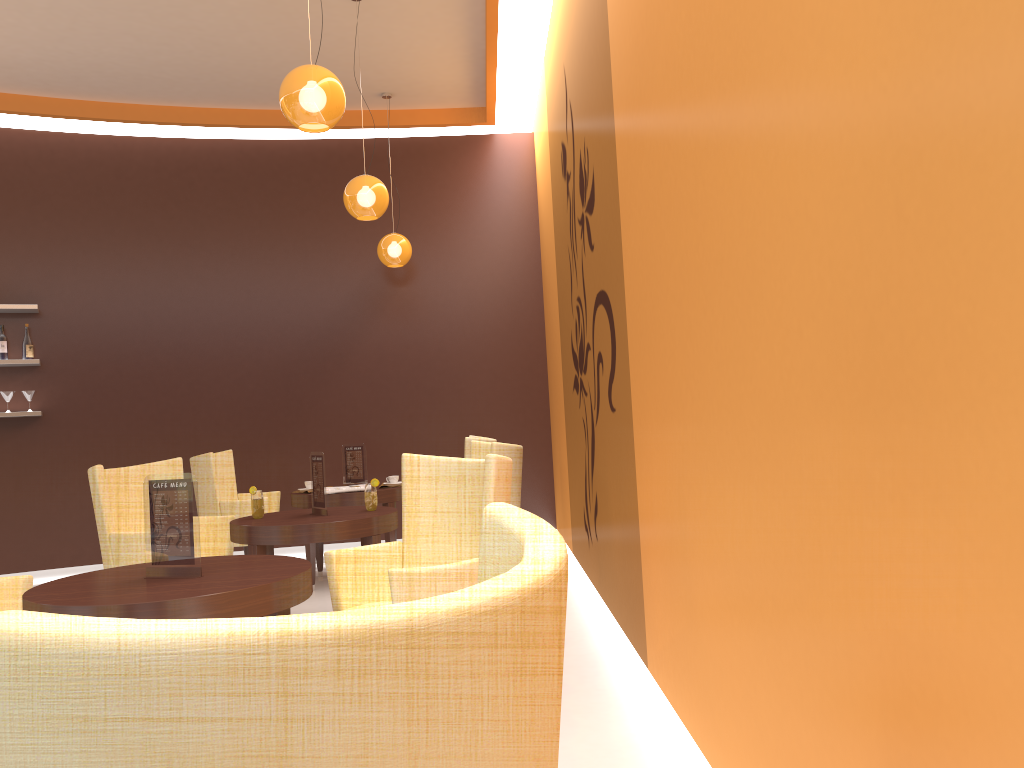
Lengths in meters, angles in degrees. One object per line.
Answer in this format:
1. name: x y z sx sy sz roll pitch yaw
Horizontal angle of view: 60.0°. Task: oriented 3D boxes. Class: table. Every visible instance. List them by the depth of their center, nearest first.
1. table: -1.080 0.966 2.875 0.872 0.679 0.874 -5 -3 35
2. table: -1.028 1.036 4.707 0.872 0.679 0.874 -5 -3 30
3. table: -1.186 1.121 6.613 0.872 0.679 0.874 -5 -3 35

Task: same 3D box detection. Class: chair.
1. chair: -0.263 0.673 0.940 0.685 1.017 0.729 -5 -3 30
2. chair: -1.878 0.837 2.781 0.685 1.017 0.729 -3 -2 -5
3. chair: -0.326 0.765 3.161 0.685 1.017 0.729 -2 -3 -34
4. chair: -1.849 0.914 4.736 0.685 1.017 0.729 -4 -2 15
5. chair: -0.257 0.830 4.869 0.685 1.017 0.729 -3 -2 -14
6. chair: -1.985 0.993 6.519 0.685 1.017 0.729 -3 -2 -5
7. chair: -0.436 0.921 6.900 0.685 1.017 0.729 -3 -2 -2

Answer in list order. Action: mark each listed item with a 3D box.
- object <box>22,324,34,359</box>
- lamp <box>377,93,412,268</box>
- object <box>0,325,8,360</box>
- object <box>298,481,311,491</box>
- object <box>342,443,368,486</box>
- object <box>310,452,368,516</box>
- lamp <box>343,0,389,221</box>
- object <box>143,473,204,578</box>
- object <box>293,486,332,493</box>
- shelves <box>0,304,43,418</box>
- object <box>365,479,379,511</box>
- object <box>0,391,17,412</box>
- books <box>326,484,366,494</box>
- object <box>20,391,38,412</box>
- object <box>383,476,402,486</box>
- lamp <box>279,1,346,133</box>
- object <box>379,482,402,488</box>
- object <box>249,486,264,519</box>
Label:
1. object: -3.982 -0.343 7.287 0.086 0.303 0.086 -4 -2 12
2. lamp: -1.045 -1.762 7.660 0.299 1.500 0.299 -3 -2 -2
3. object: -4.139 -0.332 7.205 0.073 0.297 0.073 -5 -3 36
4. object: -1.498 0.757 6.575 0.153 0.069 0.153 -4 -3 25
5. object: -1.184 0.616 6.673 0.209 0.335 0.042 -4 -2 21
6. object: -1.092 0.571 5.681 0.187 0.335 2.090 -3 -2 -5
7. lamp: -0.994 -1.837 5.862 0.299 1.500 0.299 -5 -3 41
8. object: -1.108 0.459 2.886 0.209 0.335 0.042 -4 -2 16
9. object: -1.514 0.787 6.570 0.239 0.021 0.464 -4 -2 12
10. shelves: -5.676 -0.150 5.802 4.744 0.902 0.586 -1 -3 -45
11. object: -0.761 0.599 4.794 0.072 0.171 0.067 -1 -3 -44
12. object: -4.094 0.149 7.202 0.137 0.174 0.137 -4 -2 23
13. books: -1.188 0.754 6.366 0.367 0.035 0.345 -3 -2 -12
14. object: -3.958 0.145 7.277 0.137 0.174 0.137 -2 -3 -27
15. object: -0.887 0.727 6.666 0.153 0.069 0.153 -2 -2 -18
16. lamp: -0.942 -1.912 4.064 0.299 1.500 0.299 -4 -3 23
17. object: -0.868 0.754 6.659 0.239 0.021 0.464 -3 -2 -5
18. object: -1.355 0.629 4.711 0.072 0.171 0.067 -2 -2 -19
